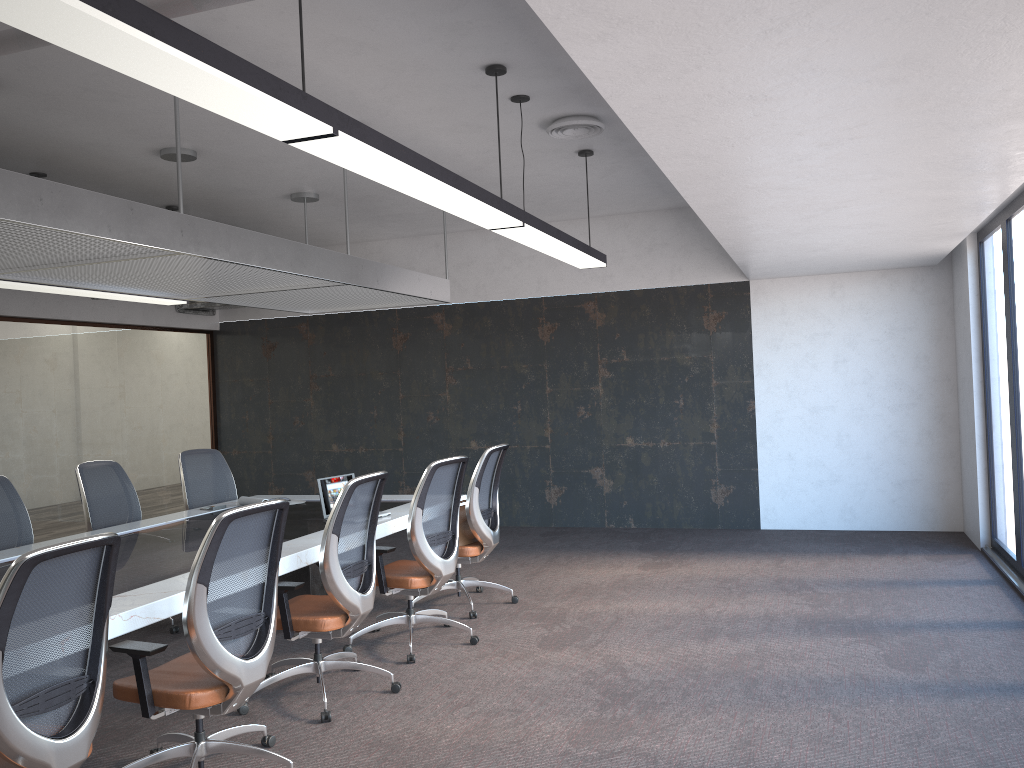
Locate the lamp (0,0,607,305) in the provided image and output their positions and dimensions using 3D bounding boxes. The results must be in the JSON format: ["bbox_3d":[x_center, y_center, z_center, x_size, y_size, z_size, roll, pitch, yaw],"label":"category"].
[{"bbox_3d":[-2.231,-1.225,4.641,4.126,0.908,6.097,-3,0,19],"label":"lamp"}]

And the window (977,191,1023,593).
[{"bbox_3d":[2.459,0.116,3.164,0.121,2.670,9.225,-3,0,19],"label":"window"}]

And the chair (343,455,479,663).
[{"bbox_3d":[-0.645,1.031,5.486,0.828,1.166,0.789,-3,0,-6],"label":"chair"}]

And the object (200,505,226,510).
[{"bbox_3d":[-2.240,0.923,6.643,0.161,0.026,0.126,-3,0,34],"label":"object"}]

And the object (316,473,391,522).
[{"bbox_3d":[-1.029,0.740,5.788,0.308,0.277,0.366,-3,0,30],"label":"object"}]

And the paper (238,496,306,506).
[{"bbox_3d":[-1.837,0.886,6.793,0.348,0.069,0.379,-3,0,45],"label":"paper"}]

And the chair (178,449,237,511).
[{"bbox_3d":[-2.280,1.107,7.158,0.828,1.166,0.789,-3,0,-1],"label":"chair"}]

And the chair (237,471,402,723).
[{"bbox_3d":[-1.023,1.045,4.613,0.828,1.166,0.789,-2,0,-17],"label":"chair"}]

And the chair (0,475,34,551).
[{"bbox_3d":[-2.954,1.133,5.388,0.828,1.166,0.789,-2,0,-17],"label":"chair"}]

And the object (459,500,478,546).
[{"bbox_3d":[-0.348,0.989,6.393,0.138,0.308,0.378,-3,0,30],"label":"object"}]

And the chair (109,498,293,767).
[{"bbox_3d":[-1.287,1.055,3.593,0.828,1.166,0.789,-3,0,-11],"label":"chair"}]

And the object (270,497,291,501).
[{"bbox_3d":[-1.819,0.901,6.880,0.200,0.036,0.049,-2,0,-34],"label":"object"}]

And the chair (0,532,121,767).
[{"bbox_3d":[-1.651,1.069,2.824,0.828,1.166,0.789,-2,0,-17],"label":"chair"}]

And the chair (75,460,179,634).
[{"bbox_3d":[-2.640,1.121,6.282,0.828,1.166,0.789,-2,0,-17],"label":"chair"}]

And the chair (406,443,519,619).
[{"bbox_3d":[-0.395,1.022,6.401,0.828,1.166,0.789,-2,0,-17],"label":"chair"}]

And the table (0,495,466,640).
[{"bbox_3d":[-2.140,1.299,4.549,1.898,0.745,5.498,-3,0,19],"label":"table"}]
